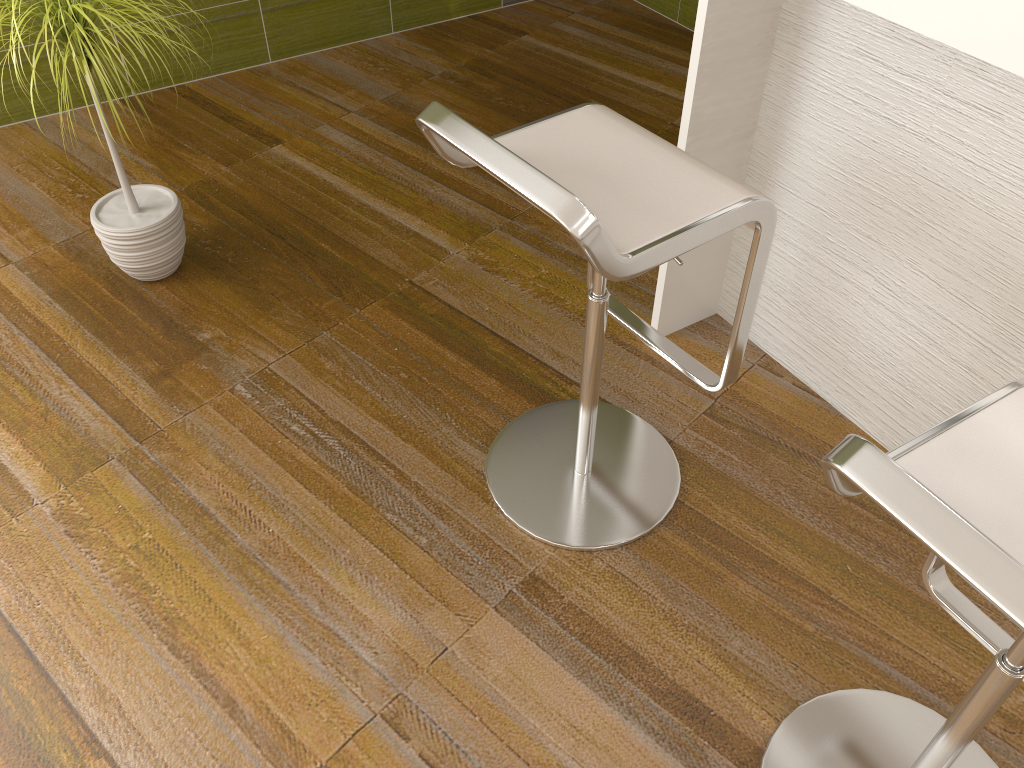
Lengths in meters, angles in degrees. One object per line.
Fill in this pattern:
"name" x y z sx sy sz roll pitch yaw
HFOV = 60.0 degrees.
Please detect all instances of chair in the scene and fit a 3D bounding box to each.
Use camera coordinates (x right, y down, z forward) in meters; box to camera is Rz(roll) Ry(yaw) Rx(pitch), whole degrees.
"chair" 0.590 0.388 1.110 0.460 0.857 0.418 -23 49 -23
"chair" 0.138 -0.110 1.624 0.460 0.857 0.418 -27 50 -26

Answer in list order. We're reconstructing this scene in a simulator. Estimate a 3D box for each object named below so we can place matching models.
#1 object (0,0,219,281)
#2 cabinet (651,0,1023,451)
"object" -0.978 -0.637 2.131 0.606 0.904 0.585 19 47 19
"cabinet" 1.413 0.212 1.099 0.663 1.134 2.947 -23 49 -23
